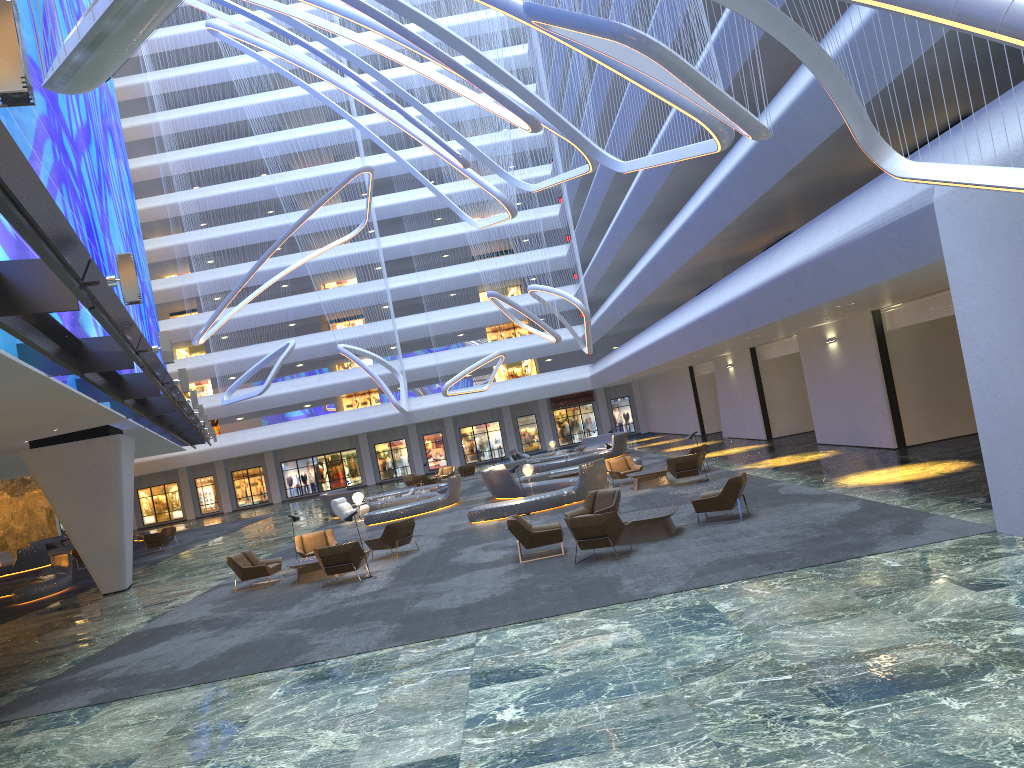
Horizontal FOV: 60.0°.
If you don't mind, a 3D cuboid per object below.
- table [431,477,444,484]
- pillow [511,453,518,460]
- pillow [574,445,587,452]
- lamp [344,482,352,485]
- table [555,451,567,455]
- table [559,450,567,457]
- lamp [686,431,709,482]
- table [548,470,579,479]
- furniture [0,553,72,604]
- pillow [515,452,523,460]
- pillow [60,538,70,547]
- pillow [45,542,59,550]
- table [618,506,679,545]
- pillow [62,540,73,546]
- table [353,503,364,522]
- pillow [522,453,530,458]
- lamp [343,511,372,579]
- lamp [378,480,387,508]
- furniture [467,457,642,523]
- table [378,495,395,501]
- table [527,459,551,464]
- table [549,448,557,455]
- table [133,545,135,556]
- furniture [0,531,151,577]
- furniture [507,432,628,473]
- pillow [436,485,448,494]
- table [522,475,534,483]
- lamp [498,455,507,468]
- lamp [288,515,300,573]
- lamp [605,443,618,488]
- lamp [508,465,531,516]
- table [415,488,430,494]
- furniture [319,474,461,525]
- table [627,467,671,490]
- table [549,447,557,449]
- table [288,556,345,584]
[{"bbox_3d":[-3.947,4.817,42.998,1.207,0.392,1.200,-12,-3,35],"label":"table"},{"bbox_3d":[0.190,3.720,45.367,0.295,0.368,0.768,-11,-2,12],"label":"pillow"},{"bbox_3d":[3.254,3.048,42.140,0.690,0.262,0.880,-9,-3,-39],"label":"pillow"},{"bbox_3d":[-6.439,4.513,35.300,0.384,1.300,0.202,-11,0,-7],"label":"lamp"},{"bbox_3d":[2.513,3.665,44.904,0.670,0.406,0.674,-11,-2,-4],"label":"table"},{"bbox_3d":[2.461,3.419,41.512,0.418,0.595,0.428,-11,-1,-4],"label":"table"},{"bbox_3d":[4.731,1.859,22.661,0.385,1.300,0.201,-11,0,17],"label":"lamp"},{"bbox_3d":[1.834,3.145,29.300,1.203,0.392,1.204,-11,-2,0],"label":"table"},{"bbox_3d":[-17.739,6.425,26.292,9.944,0.969,5.180,-11,-2,16],"label":"furniture"},{"bbox_3d":[0.390,3.659,45.403,0.315,0.386,0.784,-11,-2,15],"label":"pillow"},{"bbox_3d":[-22.670,8.074,45.384,0.318,0.366,0.772,-12,-2,41],"label":"pillow"},{"bbox_3d":[-23.167,8.127,44.480,0.315,0.386,0.784,-11,-2,16],"label":"pillow"},{"bbox_3d":[2.332,2.473,15.471,1.205,0.392,1.201,-11,-2,17],"label":"table"},{"bbox_3d":[-22.551,8.089,45.222,0.691,0.262,0.879,-10,-2,-10],"label":"pillow"},{"bbox_3d":[-5.260,4.436,30.650,0.417,0.595,0.429,-10,-1,-27],"label":"table"},{"bbox_3d":[0.608,3.723,45.696,0.877,0.280,0.683,-12,-3,37],"label":"pillow"},{"bbox_3d":[-2.954,3.085,16.968,0.385,1.300,0.201,-11,0,17],"label":"lamp"},{"bbox_3d":[-4.367,3.908,30.270,0.201,1.300,0.385,-11,-1,-25],"label":"lamp"},{"bbox_3d":[0.916,2.918,27.314,5.194,0.969,9.916,-11,-2,16],"label":"furniture"},{"bbox_3d":[-4.941,4.676,35.128,0.675,0.406,0.670,-11,-2,19],"label":"table"},{"bbox_3d":[1.240,3.726,40.514,1.203,0.392,1.204,-11,-2,0],"label":"table"},{"bbox_3d":[2.225,3.663,46.277,0.429,0.595,0.416,-12,-1,43],"label":"table"},{"bbox_3d":[-15.490,6.677,34.930,1.200,0.392,1.207,-9,-3,-36],"label":"table"},{"bbox_3d":[-21.738,7.829,41.677,5.194,0.969,9.916,-11,-2,16],"label":"furniture"},{"bbox_3d":[2.577,3.229,42.365,5.183,0.969,9.939,-11,-2,-4],"label":"furniture"},{"bbox_3d":[-2.166,3.588,30.343,0.693,0.262,0.877,-11,-2,8],"label":"pillow"},{"bbox_3d":[0.565,3.227,28.248,0.418,0.595,0.428,-11,-1,-2],"label":"table"},{"bbox_3d":[-0.213,3.145,30.934,0.385,1.300,0.201,-11,0,17],"label":"lamp"},{"bbox_3d":[-4.814,3.562,19.913,0.202,1.300,0.383,-11,-1,16],"label":"lamp"},{"bbox_3d":[2.871,2.336,25.606,0.202,1.300,0.383,-11,-1,16],"label":"lamp"},{"bbox_3d":[0.182,2.727,22.695,0.385,1.300,0.201,-11,0,17],"label":"lamp"},{"bbox_3d":[-3.479,4.410,35.419,0.671,0.406,0.673,-9,-2,-39],"label":"table"},{"bbox_3d":[-4.624,4.206,32.943,5.180,0.969,9.943,-10,-2,-9],"label":"furniture"},{"bbox_3d":[3.744,2.560,23.992,1.203,0.392,1.204,-11,-2,-1],"label":"table"},{"bbox_3d":[2.247,3.720,47.545,0.417,0.595,0.429,-10,-1,-27],"label":"table"},{"bbox_3d":[-3.941,3.785,18.299,1.203,0.392,1.204,-11,-2,0],"label":"table"}]
